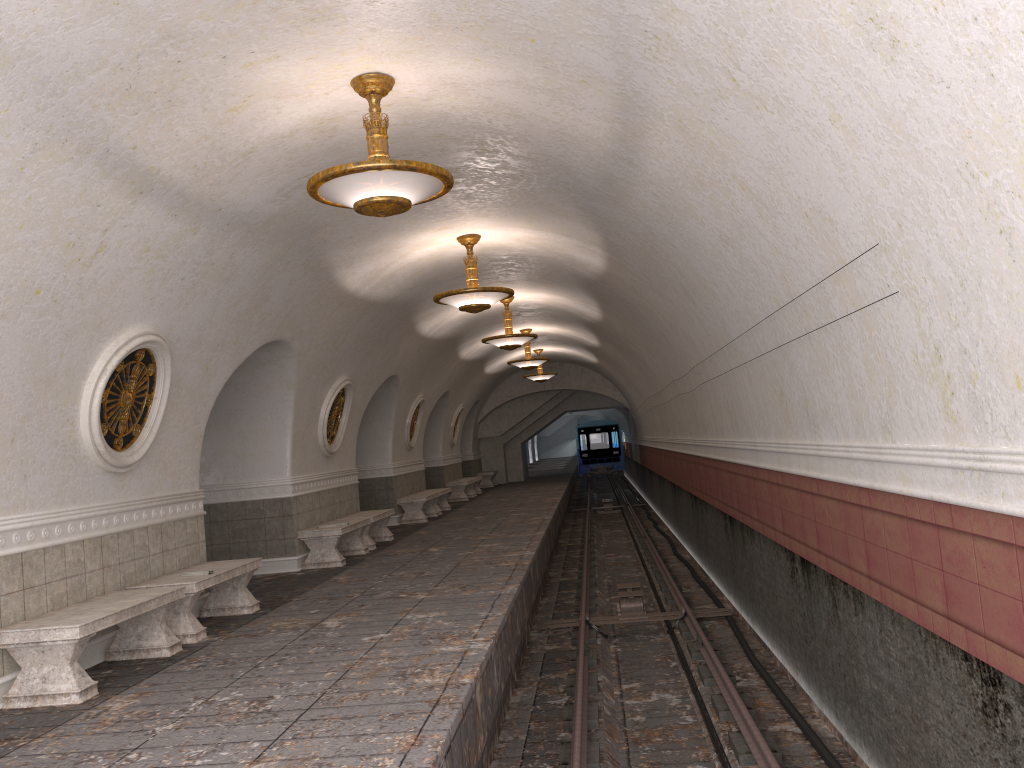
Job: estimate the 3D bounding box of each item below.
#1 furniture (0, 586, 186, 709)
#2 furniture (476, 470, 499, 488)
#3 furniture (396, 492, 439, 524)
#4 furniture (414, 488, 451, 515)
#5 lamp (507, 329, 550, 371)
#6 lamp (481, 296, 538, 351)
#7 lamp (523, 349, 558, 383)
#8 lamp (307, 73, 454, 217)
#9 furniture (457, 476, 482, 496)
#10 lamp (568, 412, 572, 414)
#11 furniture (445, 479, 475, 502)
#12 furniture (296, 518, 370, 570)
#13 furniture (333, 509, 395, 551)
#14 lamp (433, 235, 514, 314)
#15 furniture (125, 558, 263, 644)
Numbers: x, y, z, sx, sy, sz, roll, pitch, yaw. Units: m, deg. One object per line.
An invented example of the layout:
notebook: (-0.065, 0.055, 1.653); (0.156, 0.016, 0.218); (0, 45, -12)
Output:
furniture: (-2.995, 1.873, 6.454); (0.613, 0.508, 1.509); (-5, -4, 5)
furniture: (-0.832, 3.283, 30.611); (0.613, 0.508, 1.509); (-5, -4, 5)
furniture: (-1.924, 2.572, 18.416); (0.613, 0.508, 1.509); (-5, -4, 5)
furniture: (-1.774, 2.669, 20.088); (0.613, 0.508, 1.509); (-5, -4, 5)
lamp: (0.364, -0.784, 20.589); (1.008, 0.955, 1.008); (-7, -4, 21)
lamp: (-0.065, -1.064, 15.789); (1.008, 0.955, 1.008); (-7, -4, 21)
lamp: (0.794, -0.504, 25.392); (1.008, 0.955, 1.008); (-2, -5, -39)
lamp: (-0.928, -1.627, 6.151); (1.008, 0.955, 1.008); (-4, -4, -11)
furniture: (-1.243, 3.015, 26.017); (0.613, 0.508, 1.509); (-5, -4, 5)
lamp: (4.066, 1.629, 61.932); (1.008, 0.955, 1.008); (-5, -4, -9)
furniture: (-1.393, 2.918, 24.345); (0.613, 0.508, 1.509); (-5, -4, 5)
furniture: (-2.460, 2.222, 12.429); (0.613, 0.508, 1.509); (-5, -4, 5)
furniture: (-2.310, 2.320, 14.101); (0.613, 0.508, 1.509); (-5, -4, 5)
lamp: (-0.495, -1.344, 10.986); (1.008, 0.955, 1.008); (-4, -4, -11)
furniture: (-2.845, 1.971, 8.126); (0.613, 0.508, 1.509); (-5, -4, 5)
